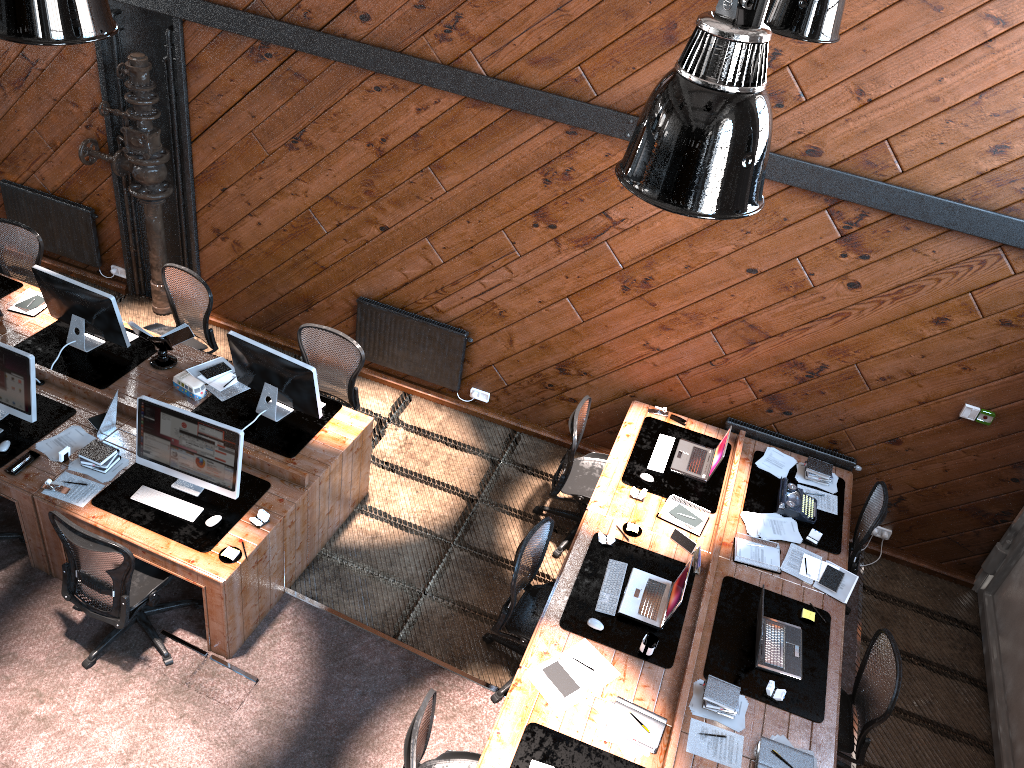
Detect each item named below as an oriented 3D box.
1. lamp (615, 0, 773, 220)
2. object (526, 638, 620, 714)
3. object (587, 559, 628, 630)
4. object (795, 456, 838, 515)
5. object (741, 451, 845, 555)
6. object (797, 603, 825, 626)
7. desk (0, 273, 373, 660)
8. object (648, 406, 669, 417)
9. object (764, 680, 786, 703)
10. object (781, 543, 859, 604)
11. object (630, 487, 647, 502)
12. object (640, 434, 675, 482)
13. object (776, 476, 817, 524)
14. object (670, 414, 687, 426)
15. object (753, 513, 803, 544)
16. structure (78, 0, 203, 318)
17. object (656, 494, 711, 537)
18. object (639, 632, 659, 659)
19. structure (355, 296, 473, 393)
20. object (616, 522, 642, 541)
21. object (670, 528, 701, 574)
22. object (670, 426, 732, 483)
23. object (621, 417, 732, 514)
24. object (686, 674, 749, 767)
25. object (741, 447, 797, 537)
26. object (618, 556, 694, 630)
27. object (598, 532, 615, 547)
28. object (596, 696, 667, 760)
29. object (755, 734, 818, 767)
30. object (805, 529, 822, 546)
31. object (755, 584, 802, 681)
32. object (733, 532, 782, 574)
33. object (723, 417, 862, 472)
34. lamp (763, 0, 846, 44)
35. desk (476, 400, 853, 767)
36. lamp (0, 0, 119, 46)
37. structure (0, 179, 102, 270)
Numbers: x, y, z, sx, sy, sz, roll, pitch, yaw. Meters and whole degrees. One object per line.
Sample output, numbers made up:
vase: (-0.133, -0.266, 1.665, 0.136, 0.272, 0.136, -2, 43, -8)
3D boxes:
lamp: (0.706, -1.536, 1.968, 0.445, 2.372, 0.445, -8, 40, -23)
object: (0.341, 1.597, 4.891, 0.467, 0.017, 0.304, -19, 45, -34)
object: (0.589, 1.273, 5.371, 0.139, 0.040, 0.577, 18, 37, 10)
object: (2.230, 0.717, 6.451, 0.319, 0.098, 0.478, 18, 37, 10)
object: (2.028, 0.827, 6.352, 0.687, 0.008, 0.848, 18, 37, 11)
object: (1.838, 1.426, 5.477, 0.154, 0.026, 0.158, -8, 40, -23)
desk: (-3.251, 0.258, 6.374, 4.117, 0.840, 1.748, 20, 37, 13)
object: (1.147, 0.203, 6.924, 0.159, 0.064, 0.054, 14, 36, 5)
object: (1.476, 1.720, 4.962, 0.106, 0.063, 0.082, 26, 39, 21)
object: (2.006, 1.224, 5.796, 0.467, 0.017, 0.304, 27, 39, 21)
object: (0.871, 0.752, 6.121, 0.106, 0.063, 0.082, 17, 37, 9)
object: (1.074, 0.540, 6.473, 0.139, 0.040, 0.577, 21, 37, 14)
object: (2.011, 0.819, 6.239, 0.290, 0.116, 0.322, 17, 37, 9)
object: (1.290, 0.276, 6.878, 0.134, 0.042, 0.022, 28, 40, 23)
object: (1.816, 0.987, 6.060, 0.315, 0.002, 0.246, 7, 36, -5)
structure: (-3.178, -1.849, 7.627, 1.003, 2.745, 0.500, 22, 38, 16)
object: (1.168, 0.885, 6.021, 0.316, 0.060, 0.229, 24, 38, 17)
object: (0.779, 1.490, 5.056, 0.078, 0.138, 0.099, 26, 39, 21)
structure: (-0.858, -0.320, 7.590, 1.064, 0.628, 0.073, 19, 37, 11)
object: (0.789, 0.958, 5.854, 0.154, 0.026, 0.158, -12, 42, -27)
object: (1.162, 1.073, 5.744, 0.129, 0.083, 0.347, -6, 40, -22)
object: (1.372, 0.464, 6.435, 0.323, 0.283, 0.390, 19, 37, 11)
object: (1.219, 0.574, 6.493, 0.687, 0.008, 0.848, 18, 37, 11)
object: (1.111, 1.788, 4.761, 0.319, 0.098, 0.478, 18, 37, 10)
object: (1.851, 0.771, 6.366, 0.356, 0.002, 1.058, 18, 37, 10)
object: (0.856, 1.195, 5.281, 0.320, 0.288, 0.380, 19, 37, 11)
object: (0.607, 0.993, 5.719, 0.106, 0.063, 0.082, 8, 36, -3)
object: (0.618, 1.791, 4.663, 0.363, 0.065, 0.325, 28, 40, 23)
object: (1.455, 1.974, 4.625, 0.363, 0.065, 0.325, 25, 39, 19)
object: (2.046, 1.039, 6.011, 0.082, 0.063, 0.106, 30, 41, 24)
object: (1.574, 1.445, 5.170, 0.323, 0.283, 0.390, 16, 37, 7)
object: (1.620, 1.110, 5.830, 0.316, 0.060, 0.229, 14, 36, 5)
object: (2.117, 0.683, 6.980, 1.064, 0.628, 0.073, 19, 37, 11)
lamp: (1.620, -2.746, 3.814, 0.445, 2.372, 0.445, 17, 37, 9)
desk: (1.033, 1.732, 5.457, 1.748, 0.840, 4.117, 19, 37, 11)
lamp: (-1.453, -2.199, 2.409, 0.445, 2.372, 0.445, 34, 42, 28)
structure: (-4.289, -1.477, 8.294, 1.064, 0.628, 0.073, 19, 37, 11)
